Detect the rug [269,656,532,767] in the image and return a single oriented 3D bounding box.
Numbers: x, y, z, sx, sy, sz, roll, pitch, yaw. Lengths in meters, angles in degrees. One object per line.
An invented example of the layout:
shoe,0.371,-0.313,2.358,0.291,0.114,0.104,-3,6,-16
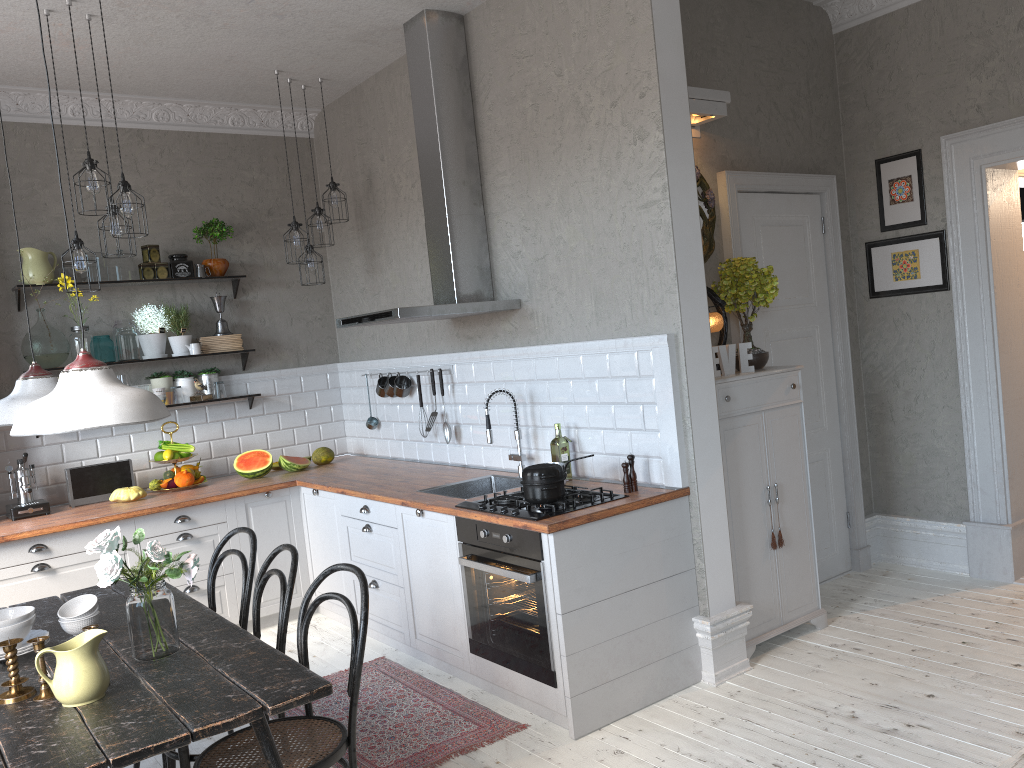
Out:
rug,-0.580,1.433,3.865,0.751,0.014,1.262,-8,4,-36

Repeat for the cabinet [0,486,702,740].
cabinet,-1.162,1.030,4.610,4.168,0.854,2.000,-5,3,9

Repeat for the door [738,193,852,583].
door,1.580,0.043,4.896,0.767,2.183,0.078,-8,4,-37

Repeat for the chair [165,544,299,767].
chair,-0.970,1.063,3.057,0.559,0.921,0.430,-8,4,-29

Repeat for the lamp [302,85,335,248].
lamp,-1.313,-1.750,5.655,0.146,1.735,0.147,-6,3,6

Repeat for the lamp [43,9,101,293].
lamp,-2.114,-1.299,4.133,0.145,1.735,0.149,-5,3,21

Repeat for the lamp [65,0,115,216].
lamp,-2.005,-1.647,4.029,0.143,1.735,0.150,-3,4,41

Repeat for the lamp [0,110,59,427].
lamp,-1.713,-0.792,2.995,0.386,1.859,0.372,-8,4,-29

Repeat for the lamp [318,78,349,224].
lamp,-1.196,-1.885,5.538,0.144,1.735,0.149,-5,4,26

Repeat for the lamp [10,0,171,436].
lamp,-1.201,-0.808,2.284,0.379,1.859,0.379,-6,3,1

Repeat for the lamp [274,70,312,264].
lamp,-1.378,-1.594,5.312,0.147,1.735,0.146,-6,3,-4

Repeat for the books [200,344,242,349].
books,-1.925,-0.247,5.847,0.265,0.016,0.155,-7,3,-27

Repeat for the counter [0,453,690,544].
counter,-1.490,0.672,4.197,3.227,0.039,3.320,-8,4,-36

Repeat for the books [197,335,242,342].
books,-1.931,-0.300,5.844,0.265,0.016,0.155,-7,3,-27

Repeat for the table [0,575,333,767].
table,-1.334,1.208,2.804,0.923,0.735,1.880,-8,4,-36

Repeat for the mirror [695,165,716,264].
mirror,0.839,-0.833,4.363,0.543,0.593,0.069,-8,4,-36

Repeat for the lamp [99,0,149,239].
lamp,-1.822,-1.531,3.968,0.145,1.735,0.148,-5,3,11

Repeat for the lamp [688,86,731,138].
lamp,0.837,-1.311,4.273,0.424,0.171,0.215,-8,4,-36

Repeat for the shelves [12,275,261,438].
shelves,-2.304,-0.181,5.558,1.343,0.923,0.224,-8,4,-36

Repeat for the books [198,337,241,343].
books,-1.930,-0.290,5.845,0.265,0.016,0.155,-7,3,-24

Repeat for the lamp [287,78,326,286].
lamp,-1.337,-1.485,5.503,0.144,1.735,0.149,-5,4,26

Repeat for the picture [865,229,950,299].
picture,2.227,-0.669,5.005,0.014,0.331,0.479,-8,4,-36

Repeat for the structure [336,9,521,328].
structure,-0.531,-1.135,4.637,0.727,1.596,0.697,-8,4,-36

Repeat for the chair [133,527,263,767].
chair,-1.233,1.070,3.453,0.561,0.921,0.428,-9,4,-39

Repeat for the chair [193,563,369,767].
chair,-0.661,1.053,2.635,0.561,0.921,0.428,-9,4,-39

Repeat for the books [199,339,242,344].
books,-1.929,-0.279,5.845,0.266,0.011,0.155,-8,3,-30

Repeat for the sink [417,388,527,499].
sink,-0.144,0.395,4.404,0.539,0.720,0.476,-8,4,-36

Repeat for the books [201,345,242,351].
books,-1.924,-0.236,5.848,0.265,0.016,0.155,-7,3,-24

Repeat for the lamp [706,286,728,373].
lamp,0.892,-0.199,4.231,0.458,0.558,0.168,-8,4,-29

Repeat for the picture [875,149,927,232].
picture,2.184,-1.081,4.979,0.012,0.417,0.276,-8,4,-36

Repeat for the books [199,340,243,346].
books,-1.927,-0.268,5.846,0.266,0.011,0.154,-8,4,-33

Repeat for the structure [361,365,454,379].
structure,-0.683,-0.069,5.552,0.096,0.053,1.063,-8,4,-36

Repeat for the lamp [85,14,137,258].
lamp,-1.987,-1.477,4.227,0.143,1.735,0.150,-3,4,41

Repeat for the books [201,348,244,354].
books,-1.922,-0.214,5.849,0.266,0.011,0.154,-8,4,-33

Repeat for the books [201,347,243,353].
books,-1.923,-0.225,5.848,0.266,0.011,0.155,-8,3,-30

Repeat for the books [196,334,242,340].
books,-1.932,-0.311,5.844,0.266,0.011,0.155,-8,3,-30

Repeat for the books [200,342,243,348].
books,-1.926,-0.257,5.847,0.266,0.011,0.155,-8,3,-30

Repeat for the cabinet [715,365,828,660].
cabinet,1.112,0.593,4.258,0.680,1.297,0.376,-8,4,-36

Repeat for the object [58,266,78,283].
object,-2.660,-0.644,5.310,0.105,0.111,0.101,-8,4,-36

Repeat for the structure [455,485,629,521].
structure,0.119,0.492,3.810,0.506,0.031,0.593,-8,4,-36

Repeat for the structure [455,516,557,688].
structure,0.182,0.850,3.843,0.631,0.623,0.609,-8,4,-36
